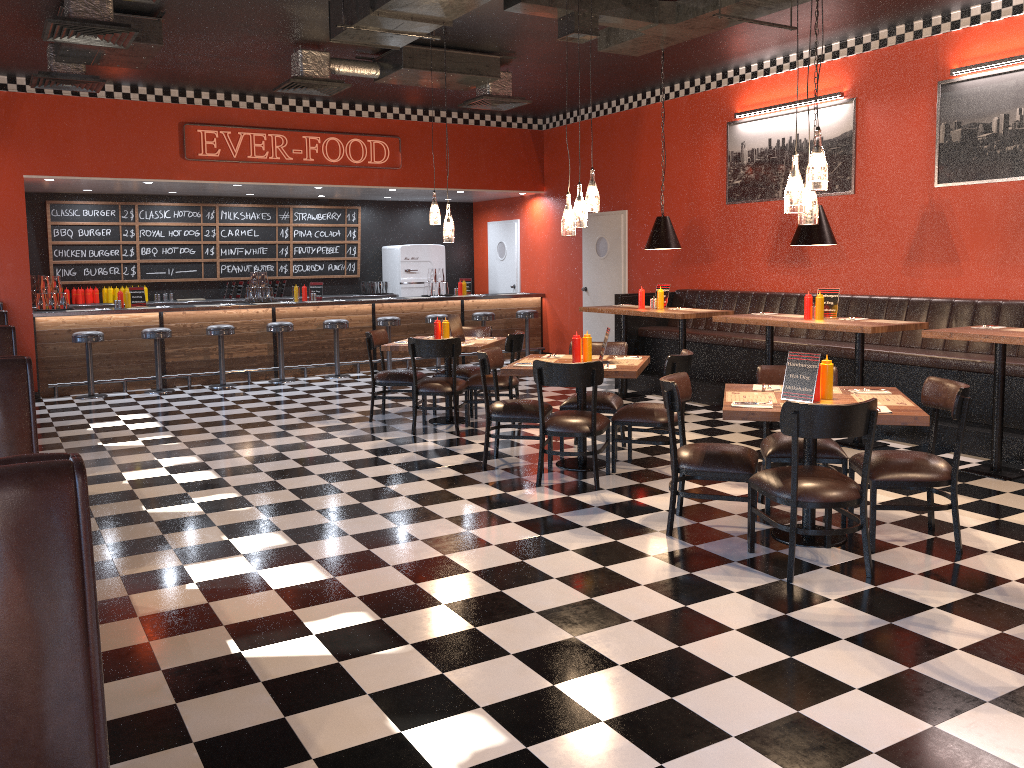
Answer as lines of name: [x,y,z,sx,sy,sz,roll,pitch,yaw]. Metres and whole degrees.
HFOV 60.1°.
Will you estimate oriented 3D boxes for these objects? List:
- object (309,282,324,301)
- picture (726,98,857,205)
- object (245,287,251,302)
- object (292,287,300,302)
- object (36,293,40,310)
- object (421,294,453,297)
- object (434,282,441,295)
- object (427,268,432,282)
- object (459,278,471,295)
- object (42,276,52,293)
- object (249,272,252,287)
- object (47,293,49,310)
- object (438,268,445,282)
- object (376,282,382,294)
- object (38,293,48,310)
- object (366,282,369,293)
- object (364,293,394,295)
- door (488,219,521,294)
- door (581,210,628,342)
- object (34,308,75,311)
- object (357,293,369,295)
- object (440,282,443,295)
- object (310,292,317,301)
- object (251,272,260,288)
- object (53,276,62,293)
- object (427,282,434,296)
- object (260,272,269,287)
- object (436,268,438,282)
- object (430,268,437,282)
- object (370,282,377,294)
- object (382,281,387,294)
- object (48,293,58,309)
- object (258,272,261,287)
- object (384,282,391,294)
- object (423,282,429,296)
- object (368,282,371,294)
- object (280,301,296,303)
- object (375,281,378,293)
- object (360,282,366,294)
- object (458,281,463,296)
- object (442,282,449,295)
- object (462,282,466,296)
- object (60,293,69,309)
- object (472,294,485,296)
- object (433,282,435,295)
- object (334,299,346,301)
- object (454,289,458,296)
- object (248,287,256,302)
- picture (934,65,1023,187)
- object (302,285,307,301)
object: [-2.740,-1.292,12.393,0.188,0.256,0.072,0,6,4]
picture: [2.947,-2.454,9.522,0.023,0.935,1.776,-4,8,-30]
object: [-3.574,-1.209,12.044,0.105,0.208,0.106,1,6,14]
object: [-2.954,-1.225,12.114,0.105,0.208,0.106,1,6,14]
object: [-5.729,-0.999,10.773,0.105,0.208,0.106,5,8,44]
object: [-1.135,-1.340,13.419,0.437,0.018,0.274,-6,9,-30]
object: [-1.119,-1.428,13.350,0.105,0.208,0.106,1,6,14]
object: [-1.227,-1.641,13.386,0.105,0.208,0.106,1,6,14]
object: [-0.721,-1.501,13.670,0.188,0.256,0.072,0,6,4]
object: [-5.619,-1.198,10.691,0.105,0.208,0.106,5,8,44]
object: [-3.515,-1.418,12.037,0.105,0.208,0.106,1,6,14]
object: [-5.623,-1.007,10.821,0.105,0.208,0.106,5,8,44]
object: [-1.070,-1.639,13.359,0.105,0.208,0.106,1,6,14]
object: [-2.145,-1.547,14.307,0.105,0.208,0.106,1,6,14]
object: [-5.661,-0.987,10.685,0.105,0.208,0.106,5,8,44]
object: [-2.338,-1.571,14.501,0.105,0.208,0.106,1,6,14]
object: [-2.154,-1.456,14.342,0.437,0.018,0.274,-6,9,-30]
door: [-0.152,-1.638,14.858,0.162,2.170,1.030,-4,7,-30]
door: [1.282,-1.318,12.452,0.162,2.170,1.030,-4,7,-30]
object: [-5.577,-0.907,10.800,0.437,0.018,0.274,-6,9,-30]
object: [-2.315,-1.490,14.598,0.437,0.018,0.274,-6,9,-30]
object: [-1.079,-1.449,13.501,0.105,0.208,0.106,1,6,14]
object: [-2.755,-1.216,12.294,0.094,0.135,0.047,1,6,19]
object: [-3.464,-1.408,11.961,0.105,0.208,0.106,1,6,14]
object: [-5.512,-1.207,10.740,0.105,0.208,0.106,5,8,44]
object: [-1.218,-1.420,13.304,0.105,0.208,0.106,1,6,14]
object: [-3.357,-1.417,12.011,0.105,0.208,0.106,1,6,14]
object: [-1.132,-1.652,13.453,0.105,0.208,0.106,1,6,14]
object: [-1.177,-1.631,13.310,0.105,0.208,0.106,1,6,14]
object: [-2.224,-1.531,14.205,0.105,0.208,0.106,1,6,14]
object: [-2.073,-1.564,14.422,0.105,0.208,0.106,1,6,14]
object: [-5.561,-0.995,10.731,0.105,0.208,0.106,5,8,44]
object: [-3.419,-1.429,12.104,0.105,0.208,0.106,1,6,14]
object: [-2.008,-1.551,14.327,0.105,0.208,0.106,1,6,14]
object: [-1.286,-1.431,13.392,0.105,0.208,0.106,1,6,14]
object: [-2.269,-1.544,14.303,0.105,0.208,0.106,1,6,14]
object: [-3.024,-1.104,11.941,0.158,0.019,0.256,-6,10,-34]
object: [-2.227,-1.605,14.728,0.105,0.208,0.106,1,6,14]
object: [-2.447,-1.578,14.560,0.105,0.208,0.106,1,6,14]
object: [-0.785,-1.460,13.453,0.068,0.237,0.068,-1,6,0]
object: [-1.010,-1.437,13.406,0.105,0.208,0.106,1,6,14]
object: [-0.731,-1.471,13.529,0.068,0.237,0.068,2,6,28]
object: [-5.452,-1.005,10.787,0.105,0.208,0.106,5,8,44]
object: [-0.528,-1.355,13.463,0.158,0.019,0.256,-6,10,-35]
object: [-1.181,-1.439,13.440,0.105,0.208,0.106,1,6,14]
object: [-2.389,-1.162,12.287,0.157,0.019,0.256,-3,8,-15]
object: [-0.847,-1.418,13.533,0.094,0.135,0.047,-5,7,-35]
object: [-3.506,-1.197,11.955,0.105,0.208,0.106,1,6,14]
picture: [4.295,-2.154,7.259,0.023,0.935,1.776,-4,8,-30]
object: [-2.880,-1.267,12.297,0.068,0.237,0.068,-3,6,-18]
